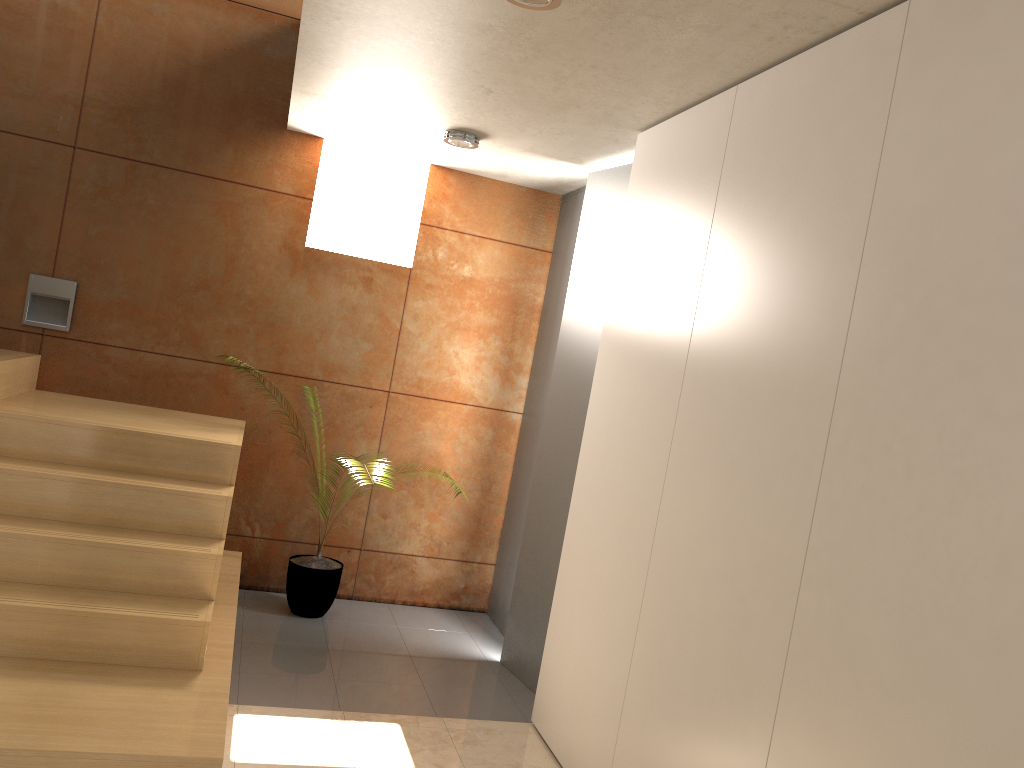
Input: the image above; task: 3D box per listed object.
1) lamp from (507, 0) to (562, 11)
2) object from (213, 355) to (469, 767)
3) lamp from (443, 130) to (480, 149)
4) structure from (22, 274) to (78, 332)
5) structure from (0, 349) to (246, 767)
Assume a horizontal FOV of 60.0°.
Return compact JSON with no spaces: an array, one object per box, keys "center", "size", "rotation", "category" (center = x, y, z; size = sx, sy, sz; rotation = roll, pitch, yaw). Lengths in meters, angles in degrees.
[{"center":[0.055,-1.083,2.435],"size":[0.173,0.044,0.173],"rotation":[11,1,19],"category":"lamp"},{"center":[-0.692,0.776,2.085],"size":[4.200,1.455,6.200],"rotation":[10,1,-16],"category":"object"},{"center":[-0.243,-1.175,4.257],"size":[0.173,0.044,0.173],"rotation":[10,1,-11],"category":"lamp"},{"center":[-2.376,-0.418,4.576],"size":[0.220,0.260,0.096],"rotation":[10,1,-16],"category":"structure"},{"center":[-2.026,0.509,3.461],"size":[1.950,1.110,2.400],"rotation":[10,1,-16],"category":"structure"}]
